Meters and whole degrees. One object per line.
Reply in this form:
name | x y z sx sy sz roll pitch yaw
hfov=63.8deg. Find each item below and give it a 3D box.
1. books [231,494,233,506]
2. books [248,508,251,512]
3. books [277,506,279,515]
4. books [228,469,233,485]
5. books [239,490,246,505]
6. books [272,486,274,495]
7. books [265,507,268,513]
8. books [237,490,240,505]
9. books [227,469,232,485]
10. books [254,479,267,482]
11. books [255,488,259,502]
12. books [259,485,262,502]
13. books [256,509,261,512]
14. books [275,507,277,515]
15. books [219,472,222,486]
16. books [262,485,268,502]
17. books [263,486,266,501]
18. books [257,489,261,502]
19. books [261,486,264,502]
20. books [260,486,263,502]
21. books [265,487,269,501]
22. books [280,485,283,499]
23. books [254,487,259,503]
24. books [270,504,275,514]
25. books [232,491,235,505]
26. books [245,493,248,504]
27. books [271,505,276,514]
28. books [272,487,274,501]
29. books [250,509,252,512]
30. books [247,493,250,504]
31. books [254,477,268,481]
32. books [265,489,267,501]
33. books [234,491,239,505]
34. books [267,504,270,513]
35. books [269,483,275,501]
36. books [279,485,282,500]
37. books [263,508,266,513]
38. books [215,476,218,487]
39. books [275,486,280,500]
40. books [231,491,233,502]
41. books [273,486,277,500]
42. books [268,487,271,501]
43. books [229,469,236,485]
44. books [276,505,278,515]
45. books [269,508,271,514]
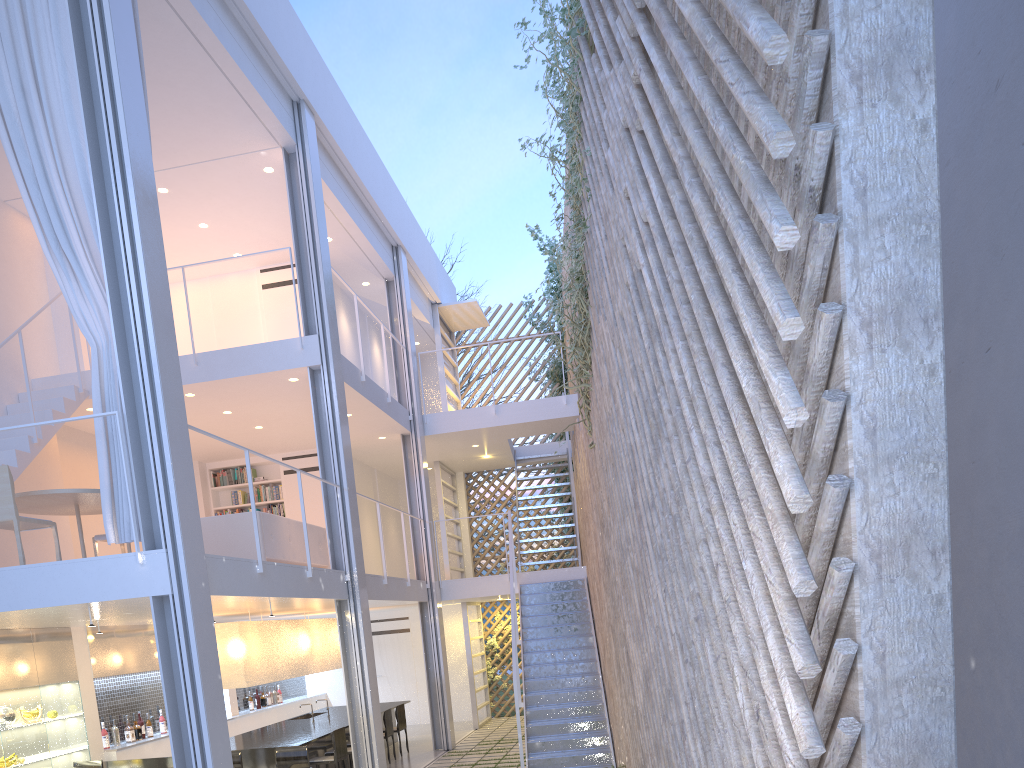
books | -2.697 1.311 5.403 0.081 1.592 3.648 -4 -12 11
books | -2.202 1.125 6.983 0.015 0.141 0.088 -4 0 8
books | -1.951 1.095 6.939 0.005 0.127 0.096 -4 -2 8
books | -2.365 0.797 6.971 0.025 0.144 0.083 -4 1 8
books | -2.658 1.317 5.402 0.030 1.621 3.643 -3 -11 14
books | -2.511 1.296 5.388 0.024 1.630 3.630 -3 -11 19
books | -2.052 1.112 6.959 0.015 0.125 0.089 -4 -1 8
books | -2.651 1.294 5.392 0.037 1.588 3.653 -4 -11 13
books | -2.373 0.798 6.973 0.025 0.144 0.083 -4 1 8
books | -2.116 0.825 6.944 0.095 0.020 0.065 -8 -14 9
books | -2.572 1.282 5.360 0.124 1.594 3.700 -3 -11 16
books | -2.107 0.932 6.953 0.011 0.152 0.082 -4 1 8
books | -2.152 1.126 6.985 0.021 0.130 0.070 -4 1 8
books | -1.970 1.103 6.948 0.018 0.120 0.085 -4 -1 8
books | -2.456 0.818 6.994 0.021 0.130 0.070 -4 1 8
books | -2.533 1.294 5.401 0.023 1.645 3.613 -3 -11 17
books | -2.065 0.934 6.941 0.008 0.133 0.095 -4 -1 8
books | -2.567 1.310 5.405 0.031 1.621 3.618 -3 -11 17
books | -2.545 1.298 5.402 0.024 1.641 3.615 -3 -11 17
books | -2.537 1.295 5.401 0.023 1.644 3.609 -3 -11 17
books | -2.509 1.279 5.367 0.035 1.595 3.675 -3 -11 17
books | -2.457 1.274 5.364 0.039 1.598 3.686 -3 -11 20
books | -2.155 0.945 6.963 0.015 0.141 0.078 -4 1 8
books | -2.017 1.094 6.955 0.011 0.152 0.082 -4 1 8
books | -2.660 1.301 5.410 0.027 1.583 3.618 -4 -12 12
books | -2.243 0.981 6.990 0.040 0.100 0.063 -5 0 8
books | -2.003 1.098 6.955 0.015 0.141 0.078 -4 1 8
books | -1.999 0.934 6.939 0.006 0.119 0.081 -4 -1 8
books | -2.186 1.128 6.979 0.015 0.127 0.095 -4 -2 8
books | -2.222 0.977 6.984 0.040 0.100 0.063 -5 0 8
books | -2.116 0.801 6.937 0.095 0.020 0.065 -9 -14 14
books | -2.545 1.301 5.394 0.025 1.629 3.639 -3 -11 18
books | -2.662 1.310 5.385 0.040 1.615 3.676 -4 -11 13
books | -2.038 1.097 6.956 0.015 0.151 0.087 -4 1 8
books | -2.523 1.285 5.384 0.031 1.653 3.656 -3 -11 19
books | -2.477 1.287 5.368 0.037 1.624 3.687 -3 -11 20
books | -2.070 1.115 6.961 0.021 0.122 0.092 -4 -2 8
books | -2.497 0.841 7.007 0.021 0.098 0.063 -4 0 8
books | -2.481 1.276 5.378 0.046 1.589 3.662 -3 -11 19
books | -2.682 1.313 5.402 0.041 1.618 3.626 -4 -11 12
books | -2.500 1.278 5.362 0.037 1.599 3.697 -3 -11 19
books | -2.510 1.263 5.374 0.029 1.564 3.662 -3 -11 18
books | -2.356 0.795 6.970 0.025 0.144 0.083 -4 1 8
books | -1.958 1.093 6.940 0.008 0.133 0.095 -4 -1 8
books | -2.025 1.112 6.959 0.006 0.119 0.081 -4 -1 8
